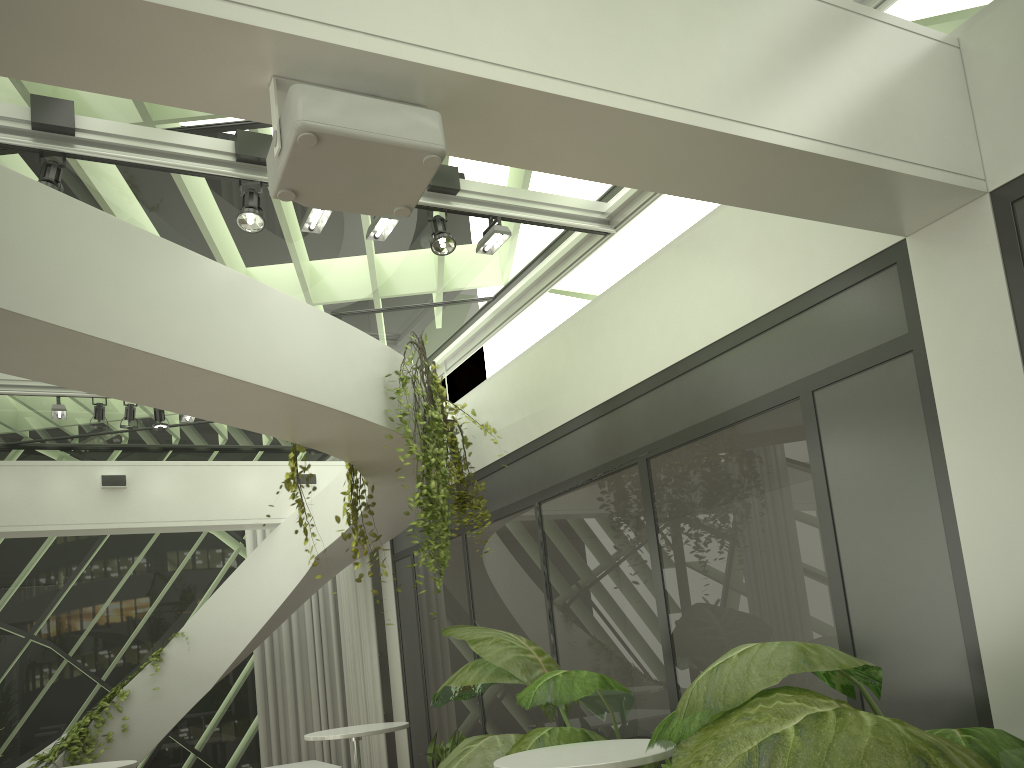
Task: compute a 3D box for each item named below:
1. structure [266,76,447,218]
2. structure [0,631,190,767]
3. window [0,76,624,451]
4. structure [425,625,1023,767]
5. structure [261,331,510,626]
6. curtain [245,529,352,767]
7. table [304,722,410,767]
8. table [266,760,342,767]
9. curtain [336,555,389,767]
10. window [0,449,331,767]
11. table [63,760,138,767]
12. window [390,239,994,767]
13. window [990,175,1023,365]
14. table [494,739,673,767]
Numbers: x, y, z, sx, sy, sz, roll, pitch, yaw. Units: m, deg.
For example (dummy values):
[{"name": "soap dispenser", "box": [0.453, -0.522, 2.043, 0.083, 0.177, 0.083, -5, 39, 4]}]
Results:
[{"name": "structure", "box": [-0.466, -0.698, 2.551, 0.462, 0.269, 0.400, 1, -16, -28]}, {"name": "structure", "box": [-4.522, 2.919, 7.113, 2.034, 1.625, 4.918, -7, -16, 3]}, {"name": "window", "box": [-1.242, -1.828, 3.525, 5.688, 0.054, 17.258, 2, -19, -27]}, {"name": "structure", "box": [0.862, 1.701, 3.706, 1.781, 1.672, 9.186, 0, -18, -28]}, {"name": "structure", "box": [-0.907, 0.695, 6.264, 1.455, 2.022, 1.662, -12, -13, 26]}, {"name": "curtain", "box": [-2.725, 3.180, 11.268, 1.228, 3.991, 0.164, -1, -9, -29]}, {"name": "table", "box": [-1.221, 3.381, 7.166, 0.858, 1.069, 0.879, -8, -12, 6]}, {"name": "table", "box": [-2.384, 3.945, 7.979, 1.500, 0.700, 1.101, 2, -16, -27]}, {"name": "curtain", "box": [-1.899, 2.950, 10.808, 0.159, 3.991, 1.026, -2, -10, -29]}, {"name": "window", "box": [-4.732, 2.997, 10.511, 5.736, 4.529, 0.039, 1, -10, -28]}, {"name": "table", "box": [-3.087, 3.292, 6.189, 0.858, 1.069, 0.879, -8, -12, 6]}, {"name": "window", "box": [0.366, 2.029, 6.887, 0.050, 3.158, 7.413, -2, -15, -28]}, {"name": "window", "box": [3.767, -0.334, 0.300, 0.050, 3.158, 7.321, -2, -15, -28]}, {"name": "table", "box": [0.398, 2.256, 4.030, 0.858, 1.069, 0.879, -8, -12, 6]}]
